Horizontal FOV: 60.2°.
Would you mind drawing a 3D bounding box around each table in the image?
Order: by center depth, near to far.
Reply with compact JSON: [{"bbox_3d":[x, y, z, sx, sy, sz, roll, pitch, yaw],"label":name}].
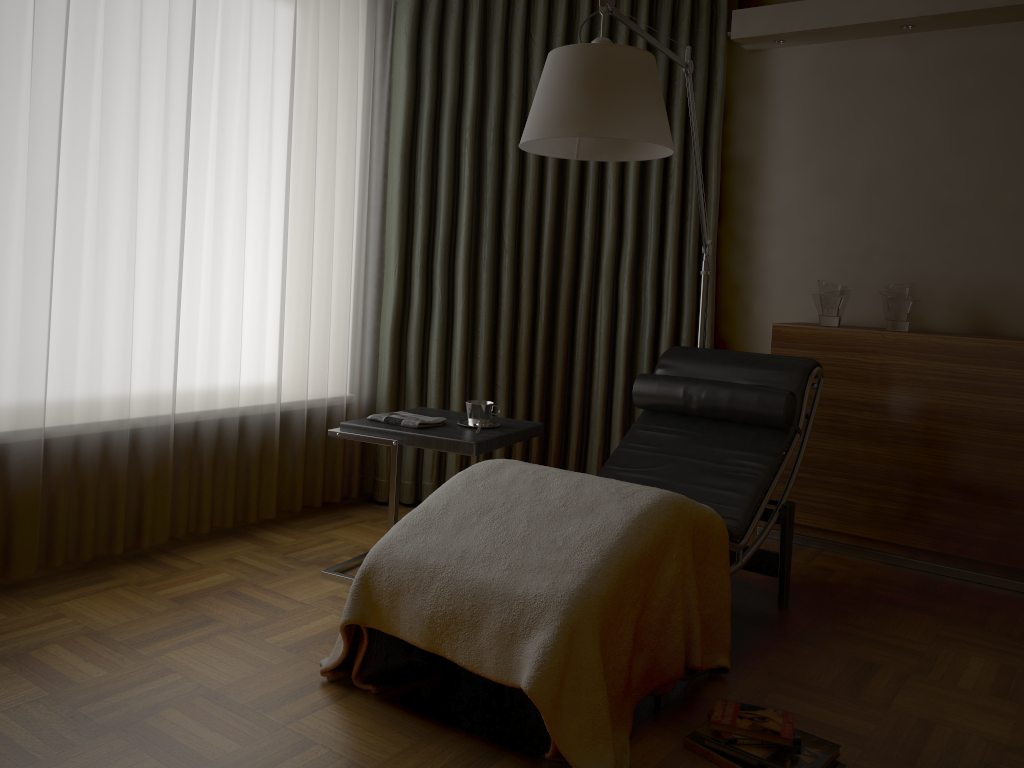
[{"bbox_3d":[-0.231,0.155,3.042,0.519,0.045,0.501,6,7,26],"label":"table"}]

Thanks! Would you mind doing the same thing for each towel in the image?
[{"bbox_3d":[-0.349,0.121,3.006,0.242,0.035,0.179,8,8,39],"label":"towel"}]

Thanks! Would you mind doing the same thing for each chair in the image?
[{"bbox_3d":[0.397,0.325,2.696,0.638,0.794,1.791,6,6,35],"label":"chair"}]

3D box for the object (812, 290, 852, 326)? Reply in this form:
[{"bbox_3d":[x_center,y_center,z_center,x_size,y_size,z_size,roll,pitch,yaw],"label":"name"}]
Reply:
[{"bbox_3d":[1.337,-0.321,3.707,0.156,0.154,0.156,2,4,-8],"label":"object"}]

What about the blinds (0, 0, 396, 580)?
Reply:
[{"bbox_3d":[-1.194,-0.582,3.034,0.093,2.282,2.198,4,4,35],"label":"blinds"}]

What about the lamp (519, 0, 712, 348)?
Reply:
[{"bbox_3d":[0.524,-0.241,2.956,0.453,1.960,1.415,5,4,39],"label":"lamp"}]

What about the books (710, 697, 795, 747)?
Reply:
[{"bbox_3d":[0.537,0.750,1.967,0.173,0.018,0.124,5,7,20],"label":"books"}]

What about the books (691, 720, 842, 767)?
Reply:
[{"bbox_3d":[0.559,0.791,1.946,0.266,0.020,0.189,9,9,39],"label":"books"}]

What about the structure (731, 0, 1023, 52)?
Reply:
[{"bbox_3d":[1.961,-1.521,3.493,2.188,0.129,0.274,8,7,35],"label":"structure"}]

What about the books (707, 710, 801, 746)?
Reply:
[{"bbox_3d":[0.538,0.768,1.974,0.173,0.018,0.124,2,7,-5],"label":"books"}]

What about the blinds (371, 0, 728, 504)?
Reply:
[{"bbox_3d":[0.196,-0.684,3.991,1.531,2.445,0.225,3,2,-10],"label":"blinds"}]

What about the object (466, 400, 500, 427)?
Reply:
[{"bbox_3d":[-0.108,0.101,3.017,0.098,0.078,0.111,7,6,37],"label":"object"}]

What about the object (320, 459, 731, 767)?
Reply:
[{"bbox_3d":[0.069,0.506,2.280,0.921,0.518,0.910,7,7,35],"label":"object"}]

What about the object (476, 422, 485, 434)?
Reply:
[{"bbox_3d":[-0.110,0.143,2.911,0.029,0.019,0.124,3,7,4],"label":"object"}]

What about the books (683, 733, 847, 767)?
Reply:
[{"bbox_3d":[0.550,0.813,1.932,0.200,0.022,0.282,-3,9,-40],"label":"books"}]

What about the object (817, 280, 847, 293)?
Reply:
[{"bbox_3d":[1.339,-0.360,3.705,0.122,0.149,0.123,4,4,17],"label":"object"}]

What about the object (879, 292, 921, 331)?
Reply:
[{"bbox_3d":[1.555,-0.291,3.551,0.156,0.154,0.156,5,5,26],"label":"object"}]

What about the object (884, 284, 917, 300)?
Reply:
[{"bbox_3d":[1.557,-0.330,3.549,0.123,0.149,0.123,4,4,15],"label":"object"}]

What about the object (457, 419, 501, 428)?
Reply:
[{"bbox_3d":[-0.113,0.138,3.012,0.150,0.009,0.150,9,9,41],"label":"object"}]

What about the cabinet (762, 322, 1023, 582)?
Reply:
[{"bbox_3d":[1.861,0.255,3.381,1.681,0.859,0.416,7,4,35],"label":"cabinet"}]

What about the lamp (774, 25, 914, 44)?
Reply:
[{"bbox_3d":[1.665,-1.505,3.692,1.162,0.028,0.050,8,7,35],"label":"lamp"}]
